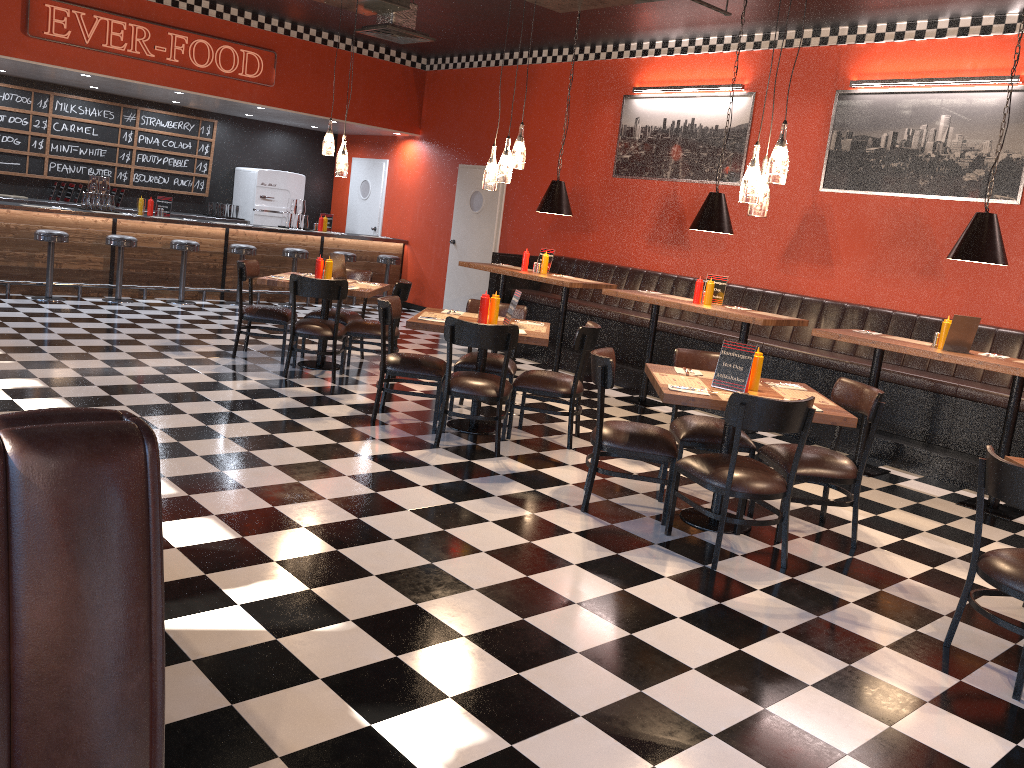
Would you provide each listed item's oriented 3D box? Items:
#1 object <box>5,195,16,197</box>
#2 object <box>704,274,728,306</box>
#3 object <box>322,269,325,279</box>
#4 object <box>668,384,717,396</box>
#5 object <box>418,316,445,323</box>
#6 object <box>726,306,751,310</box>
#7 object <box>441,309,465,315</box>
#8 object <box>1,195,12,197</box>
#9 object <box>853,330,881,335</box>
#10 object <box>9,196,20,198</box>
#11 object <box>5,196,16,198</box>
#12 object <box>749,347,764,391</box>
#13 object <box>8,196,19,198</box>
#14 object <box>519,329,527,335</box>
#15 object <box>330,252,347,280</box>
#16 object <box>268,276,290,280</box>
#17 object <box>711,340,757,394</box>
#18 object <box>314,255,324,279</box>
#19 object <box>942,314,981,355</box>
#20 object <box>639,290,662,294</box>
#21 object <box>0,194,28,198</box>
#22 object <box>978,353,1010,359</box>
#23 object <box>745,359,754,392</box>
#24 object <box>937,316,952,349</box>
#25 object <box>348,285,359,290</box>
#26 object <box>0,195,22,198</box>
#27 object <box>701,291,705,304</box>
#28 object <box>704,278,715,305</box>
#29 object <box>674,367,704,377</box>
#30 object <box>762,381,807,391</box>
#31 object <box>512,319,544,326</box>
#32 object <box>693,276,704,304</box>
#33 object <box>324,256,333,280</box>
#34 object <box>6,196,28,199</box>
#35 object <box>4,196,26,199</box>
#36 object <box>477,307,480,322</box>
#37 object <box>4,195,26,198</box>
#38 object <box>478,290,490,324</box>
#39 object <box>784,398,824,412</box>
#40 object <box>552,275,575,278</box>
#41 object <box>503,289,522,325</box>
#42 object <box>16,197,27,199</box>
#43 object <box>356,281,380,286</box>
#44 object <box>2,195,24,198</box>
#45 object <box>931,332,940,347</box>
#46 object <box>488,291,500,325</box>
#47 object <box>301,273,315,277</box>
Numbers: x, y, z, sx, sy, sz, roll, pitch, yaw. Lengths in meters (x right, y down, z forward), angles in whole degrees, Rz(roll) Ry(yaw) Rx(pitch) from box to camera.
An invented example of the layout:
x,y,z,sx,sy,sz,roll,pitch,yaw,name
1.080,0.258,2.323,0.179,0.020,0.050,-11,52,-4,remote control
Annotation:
x,y,z,sx,sy,sz,roll,pitch,yaw,name
-6.607,-2.481,11.662,0.365,0.001,0.263,-3,15,-43,object
1.795,-0.835,7.843,0.189,0.255,0.072,12,9,26,object
-1.652,-0.980,7.898,0.094,0.135,0.047,14,11,37,object
0.933,0.028,4.566,0.255,0.019,0.158,8,11,5,object
-0.522,-0.450,6.142,0.255,0.019,0.158,7,11,1,object
1.946,-0.659,7.654,0.158,0.019,0.255,17,14,43,object
-0.449,-0.544,6.690,0.157,0.019,0.257,8,11,4,object
-6.608,-2.476,11.662,0.365,0.001,0.263,-3,14,-43,object
2.719,-0.401,6.795,0.158,0.019,0.255,17,14,43,object
-6.608,-2.473,11.663,0.365,0.001,0.263,-2,14,-40,object
-6.609,-2.468,11.664,0.365,0.001,0.263,-3,14,-42,object
1.323,-0.083,4.817,0.068,0.236,0.068,1,11,-37,object
-6.608,-2.472,11.663,0.365,0.001,0.263,-2,14,-40,object
0.016,-0.372,6.082,0.157,0.019,0.257,6,11,-5,object
-1.554,-1.041,7.952,0.189,0.255,0.072,14,11,37,object
-1.973,-0.920,7.682,0.255,0.019,0.158,8,11,6,object
1.181,-0.092,4.718,0.189,0.255,0.072,14,11,37,object
-1.699,-1.022,7.809,0.068,0.236,0.068,7,8,0,object
3.091,-0.344,6.089,0.188,0.255,0.073,7,8,-2,object
1.288,-0.870,8.339,0.158,0.019,0.255,17,14,43,object
-6.607,-2.482,11.662,0.365,0.001,0.263,-2,14,-41,object
3.331,-0.200,6.130,0.158,0.019,0.255,17,14,43,object
1.253,-0.080,4.756,0.068,0.236,0.068,1,11,-37,object
3.028,-0.359,6.183,0.068,0.236,0.068,13,10,36,object
-1.395,-0.833,7.600,0.157,0.019,0.257,8,11,3,object
-6.608,-2.475,11.663,0.365,0.001,0.262,-4,15,-45,object
1.666,-0.775,7.773,0.094,0.135,0.047,14,11,37,object
1.707,-0.801,7.655,0.068,0.236,0.068,2,10,-34,object
1.032,-0.073,5.164,0.157,0.019,0.257,8,11,4,object
1.558,0.003,5.106,0.255,0.019,0.158,6,11,-5,object
0.116,-0.462,6.628,0.255,0.019,0.158,8,11,3,object
1.619,-0.817,7.684,0.068,0.236,0.068,4,9,-23,object
-1.611,-1.006,7.780,0.068,0.236,0.068,3,9,-28,object
-6.608,-2.470,11.663,0.365,0.001,0.263,-2,14,-40,object
-6.609,-2.467,11.664,0.365,0.001,0.263,-2,14,-41,object
-0.218,-0.515,6.375,0.047,0.135,0.094,8,9,7,object
-6.607,-2.480,11.662,0.365,0.001,0.263,-3,14,-42,object
-0.195,-0.542,6.254,0.068,0.236,0.068,1,11,-37,object
1.483,0.102,4.534,0.157,0.019,0.257,7,11,2,object
0.518,-1.117,9.142,0.158,0.019,0.255,17,14,43,object
0.001,-0.544,6.338,0.072,0.255,0.190,5,9,-13,object
-6.609,-2.469,11.663,0.365,0.001,0.263,-1,13,-37,object
-1.342,-0.928,8.140,0.255,0.019,0.158,6,11,-4,object
-6.608,-2.478,11.662,0.365,0.001,0.263,-3,14,-42,object
3.037,-0.324,6.282,0.094,0.135,0.047,9,9,12,object
-0.125,-0.545,6.315,0.068,0.236,0.068,1,11,-37,object
-1.885,-1.015,8.245,0.157,0.019,0.257,8,11,5,object
